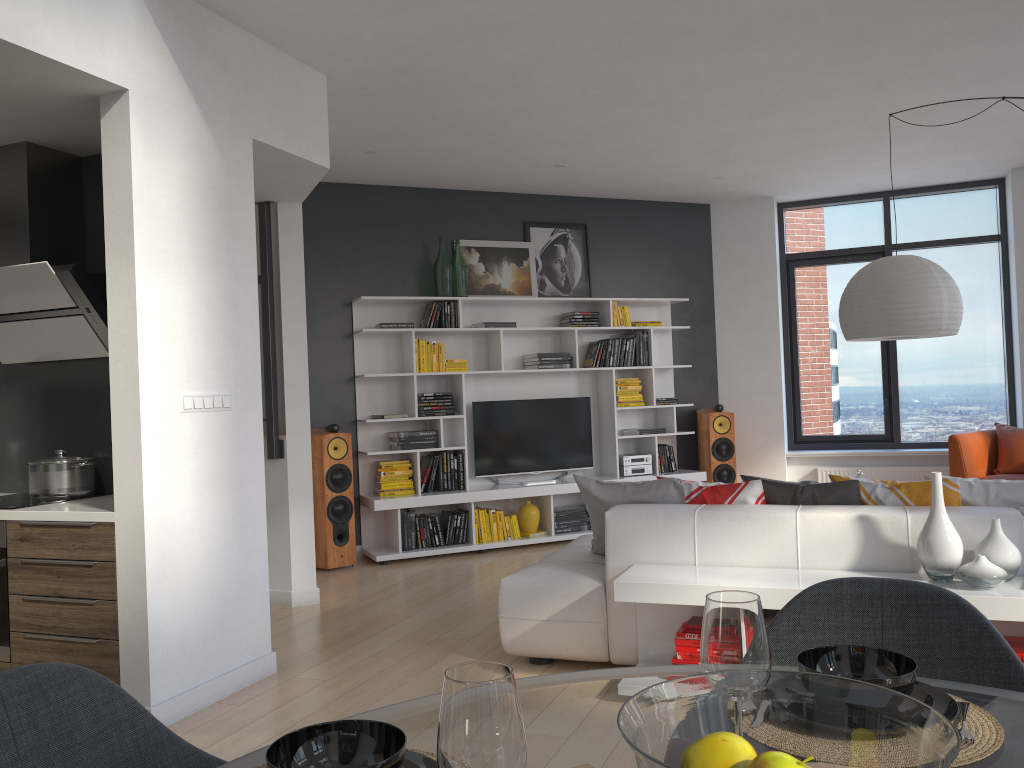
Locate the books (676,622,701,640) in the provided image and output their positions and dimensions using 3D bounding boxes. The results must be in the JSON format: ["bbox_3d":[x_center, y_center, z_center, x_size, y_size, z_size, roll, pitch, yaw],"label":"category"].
[{"bbox_3d":[0.804,0.997,3.566,0.254,0.025,0.178,-3,-1,21],"label":"books"}]

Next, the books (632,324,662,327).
[{"bbox_3d":[1.187,-0.519,7.962,0.257,0.028,0.194,-2,-1,-18],"label":"books"}]

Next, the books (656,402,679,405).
[{"bbox_3d":[1.370,0.176,7.991,0.213,0.023,0.161,-2,-1,-20],"label":"books"}]

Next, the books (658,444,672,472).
[{"bbox_3d":[1.361,0.666,7.993,0.066,0.255,0.193,-2,-1,-24],"label":"books"}]

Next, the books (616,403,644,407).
[{"bbox_3d":[1.018,0.187,7.885,0.257,0.028,0.194,-2,-1,-18],"label":"books"}]

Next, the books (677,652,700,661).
[{"bbox_3d":[0.808,1.075,3.561,0.257,0.025,0.182,-3,-1,22],"label":"books"}]

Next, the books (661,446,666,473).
[{"bbox_3d":[1.316,0.677,7.969,0.049,0.236,0.170,-2,-1,-23],"label":"books"}]

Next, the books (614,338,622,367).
[{"bbox_3d":[0.899,-0.273,7.835,0.066,0.260,0.197,-2,-1,-23],"label":"books"}]

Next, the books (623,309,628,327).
[{"bbox_3d":[0.970,-0.578,7.810,0.046,0.161,0.108,-2,-1,-24],"label":"books"}]

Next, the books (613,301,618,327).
[{"bbox_3d":[0.865,-0.606,7.800,0.041,0.224,0.163,-2,-1,-25],"label":"books"}]

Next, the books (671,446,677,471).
[{"bbox_3d":[1.410,0.674,8.040,0.077,0.233,0.179,-2,-1,-23],"label":"books"}]

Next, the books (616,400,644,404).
[{"bbox_3d":[1.010,0.162,7.892,0.257,0.024,0.203,-2,-1,-20],"label":"books"}]

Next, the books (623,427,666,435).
[{"bbox_3d":[1.186,0.423,7.954,0.310,0.047,0.250,-2,-1,-28],"label":"books"}]

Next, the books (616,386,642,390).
[{"bbox_3d":[1.010,0.037,7.911,0.239,0.033,0.176,-2,-1,-20],"label":"books"}]

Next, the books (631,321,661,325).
[{"bbox_3d":[1.179,-0.544,7.968,0.257,0.024,0.203,-2,-1,-20],"label":"books"}]

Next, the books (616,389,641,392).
[{"bbox_3d":[1.001,0.063,7.908,0.239,0.019,0.171,-2,-1,-23],"label":"books"}]

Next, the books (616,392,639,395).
[{"bbox_3d":[0.998,0.083,7.887,0.217,0.023,0.145,-2,-1,-19],"label":"books"}]

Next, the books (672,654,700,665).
[{"bbox_3d":[0.797,1.101,3.558,0.266,0.026,0.187,-3,-1,27],"label":"books"}]

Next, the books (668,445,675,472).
[{"bbox_3d":[1.392,0.671,7.997,0.066,0.242,0.177,-2,-1,-24],"label":"books"}]

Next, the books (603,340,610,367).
[{"bbox_3d":[0.798,-0.260,7.763,0.069,0.242,0.172,-2,-1,-22],"label":"books"}]

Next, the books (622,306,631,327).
[{"bbox_3d":[0.986,-0.590,7.833,0.064,0.184,0.141,-2,-1,-22],"label":"books"}]

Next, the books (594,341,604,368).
[{"bbox_3d":[0.727,-0.253,7.761,0.096,0.234,0.187,-2,-1,-23],"label":"books"}]

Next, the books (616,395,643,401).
[{"bbox_3d":[1.008,0.128,7.897,0.243,0.042,0.189,-2,-1,-23],"label":"books"}]

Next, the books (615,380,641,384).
[{"bbox_3d":[1.010,-0.014,7.911,0.223,0.023,0.163,-2,-1,-19],"label":"books"}]

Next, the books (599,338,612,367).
[{"bbox_3d":[0.808,-0.267,7.796,0.075,0.254,0.192,-2,-1,-24],"label":"books"}]

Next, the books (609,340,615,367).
[{"bbox_3d":[0.836,-0.261,7.801,0.068,0.243,0.179,-2,-1,-25],"label":"books"}]

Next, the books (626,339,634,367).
[{"bbox_3d":[1.000,-0.272,7.874,0.084,0.249,0.191,-2,-1,-23],"label":"books"}]

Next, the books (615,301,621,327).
[{"bbox_3d":[0.889,-0.607,7.820,0.054,0.224,0.164,-2,-1,-24],"label":"books"}]

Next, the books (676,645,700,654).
[{"bbox_3d":[0.809,1.050,3.578,0.261,0.028,0.191,-3,-1,22],"label":"books"}]

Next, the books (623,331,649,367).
[{"bbox_3d":[1.108,-0.306,7.953,0.128,0.321,0.259,-2,-1,-23],"label":"books"}]

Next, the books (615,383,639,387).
[{"bbox_3d":[1.003,0.009,7.910,0.227,0.022,0.160,-2,-1,-8],"label":"books"}]

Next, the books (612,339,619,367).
[{"bbox_3d":[0.868,-0.267,7.820,0.084,0.249,0.191,-2,-1,-23],"label":"books"}]

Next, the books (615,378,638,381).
[{"bbox_3d":[0.992,-0.037,7.928,0.223,0.023,0.163,-2,-1,-19],"label":"books"}]

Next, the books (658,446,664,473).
[{"bbox_3d":[1.291,0.677,7.966,0.053,0.240,0.189,-2,-1,-23],"label":"books"}]

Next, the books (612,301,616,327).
[{"bbox_3d":[0.851,-0.608,7.774,0.041,0.229,0.161,-2,-1,-25],"label":"books"}]

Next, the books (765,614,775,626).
[{"bbox_3d":[1.000,1.042,3.439,0.031,0.255,0.181,-3,-1,22],"label":"books"}]

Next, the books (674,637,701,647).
[{"bbox_3d":[0.805,1.022,3.562,0.269,0.028,0.179,-3,-1,23],"label":"books"}]

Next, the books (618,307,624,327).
[{"bbox_3d":[0.927,-0.586,7.812,0.054,0.180,0.132,-2,-1,-23],"label":"books"}]

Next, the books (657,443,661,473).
[{"bbox_3d":[1.260,0.662,7.957,0.053,0.268,0.202,-2,-1,-24],"label":"books"}]

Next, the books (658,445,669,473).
[{"bbox_3d":[1.339,0.672,7.971,0.050,0.242,0.169,-2,-1,-24],"label":"books"}]

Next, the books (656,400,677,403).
[{"bbox_3d":[1.367,0.157,7.993,0.198,0.015,0.142,-2,-1,-25],"label":"books"}]

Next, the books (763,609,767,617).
[{"bbox_3d":[0.966,1.026,3.449,0.036,0.294,0.208,-3,-1,22],"label":"books"}]

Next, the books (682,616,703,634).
[{"bbox_3d":[0.806,0.970,3.555,0.206,0.029,0.152,-3,-1,28],"label":"books"}]

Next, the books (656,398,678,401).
[{"bbox_3d":[1.363,0.139,8.008,0.213,0.023,0.161,-2,-1,-20],"label":"books"}]

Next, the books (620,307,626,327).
[{"bbox_3d":[0.948,-0.586,7.813,0.044,0.178,0.128,-2,-1,-24],"label":"books"}]

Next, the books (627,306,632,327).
[{"bbox_3d":[1.004,-0.591,7.849,0.044,0.184,0.142,-2,-1,-23],"label":"books"}]

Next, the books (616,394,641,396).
[{"bbox_3d":[0.999,0.101,7.909,0.251,0.014,0.189,-2,-1,-20],"label":"books"}]
